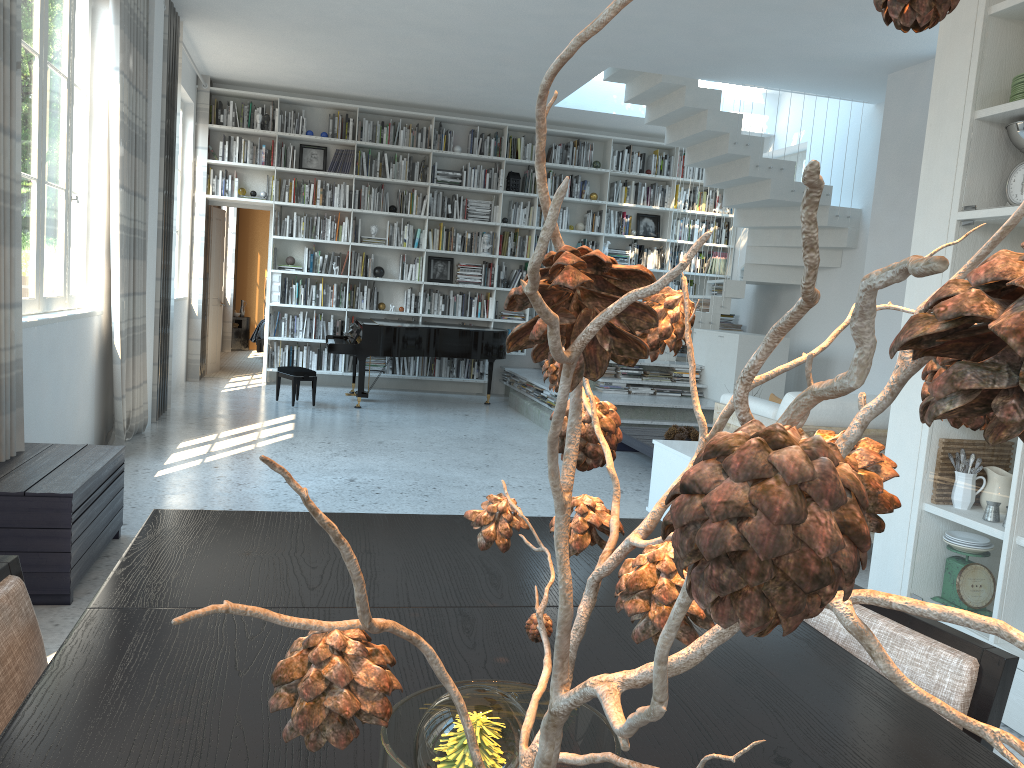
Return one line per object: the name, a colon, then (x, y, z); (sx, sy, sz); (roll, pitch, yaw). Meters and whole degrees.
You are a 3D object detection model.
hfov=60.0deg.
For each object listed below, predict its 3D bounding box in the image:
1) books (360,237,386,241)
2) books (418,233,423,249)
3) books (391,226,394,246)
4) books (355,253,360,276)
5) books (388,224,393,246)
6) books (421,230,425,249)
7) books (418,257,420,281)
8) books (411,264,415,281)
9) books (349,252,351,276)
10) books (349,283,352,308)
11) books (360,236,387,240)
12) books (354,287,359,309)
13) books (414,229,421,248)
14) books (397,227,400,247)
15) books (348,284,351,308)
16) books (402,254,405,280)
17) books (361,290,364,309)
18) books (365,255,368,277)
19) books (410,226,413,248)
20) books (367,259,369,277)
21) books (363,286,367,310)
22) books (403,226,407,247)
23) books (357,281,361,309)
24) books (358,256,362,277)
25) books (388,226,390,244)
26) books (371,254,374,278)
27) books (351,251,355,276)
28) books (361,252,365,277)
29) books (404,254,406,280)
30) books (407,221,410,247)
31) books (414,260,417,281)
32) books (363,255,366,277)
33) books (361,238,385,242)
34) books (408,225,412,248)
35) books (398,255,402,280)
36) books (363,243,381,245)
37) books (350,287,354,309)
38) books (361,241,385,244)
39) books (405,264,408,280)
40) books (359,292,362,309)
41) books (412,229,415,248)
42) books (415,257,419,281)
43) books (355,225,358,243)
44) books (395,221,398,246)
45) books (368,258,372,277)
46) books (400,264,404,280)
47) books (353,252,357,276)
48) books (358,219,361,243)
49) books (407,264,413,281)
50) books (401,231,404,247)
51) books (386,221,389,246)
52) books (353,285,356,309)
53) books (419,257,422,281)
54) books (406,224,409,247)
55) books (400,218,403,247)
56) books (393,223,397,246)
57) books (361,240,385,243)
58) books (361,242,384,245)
books: (-1.583, -1.649, 10.100); (0.285, 0.012, 0.159); (3, 6, -11)
books: (-1.058, -1.644, 10.223); (0.027, 0.181, 0.141); (3, 6, -13)
books: (-1.374, -1.685, 10.155); (0.024, 0.227, 0.137); (3, 6, -13)
books: (-1.760, -1.356, 10.092); (0.036, 0.264, 0.166); (3, 6, -13)
books: (-1.393, -1.693, 10.120); (0.030, 0.247, 0.174); (3, 6, -13)
books: (-1.031, -1.661, 10.230); (0.026, 0.217, 0.126); (3, 7, -13)
books: (-1.082, -1.326, 10.239); (0.011, 0.279, 0.187); (3, 6, -13)
books: (-1.143, -1.286, 10.244); (0.024, 0.188, 0.172); (3, 6, -13)
books: (-1.845, -1.373, 10.082); (0.012, 0.285, 0.159); (3, 7, -13)
books: (-1.846, -1.006, 10.119); (0.013, 0.283, 0.146); (3, 7, -13)
books: (-1.581, -1.661, 10.094); (0.285, 0.012, 0.159); (3, 6, -17)
books: (-1.779, -0.985, 10.134); (0.042, 0.248, 0.162); (3, 6, -13)
books: (-1.094, -1.668, 10.194); (0.060, 0.228, 0.178); (3, 6, -13)
books: (-1.303, -1.679, 10.161); (0.048, 0.225, 0.149); (3, 6, -13)
books: (-1.861, -1.004, 10.126); (0.013, 0.276, 0.147); (3, 7, -13)
books: (-1.254, -1.344, 10.219); (0.011, 0.292, 0.155); (3, 7, -13)
books: (-1.713, -0.965, 10.151); (0.021, 0.215, 0.171); (3, 6, -13)
books: (-1.669, -1.346, 10.134); (0.028, 0.248, 0.142); (3, 7, -13)
books: (-1.164, -1.688, 10.199); (0.022, 0.256, 0.152); (3, 7, -13)
books: (-1.648, -1.323, 10.121); (0.011, 0.208, 0.180); (3, 6, -13)
books: (-1.686, -0.990, 10.150); (0.027, 0.269, 0.185); (3, 6, -13)
books: (-1.229, -1.685, 10.164); (0.028, 0.247, 0.170); (3, 6, -13)
books: (-1.749, -1.016, 10.135); (0.014, 0.314, 0.166); (3, 7, -13)
books: (-1.732, -1.338, 10.104); (0.025, 0.228, 0.152); (3, 6, -13)
books: (-1.417, -1.689, 10.135); (0.010, 0.232, 0.154); (3, 6, -13)
books: (-1.602, -1.350, 10.139); (0.028, 0.266, 0.144); (3, 7, -13)
books: (-1.814, -1.370, 10.080); (0.025, 0.285, 0.145); (3, 7, -13)
books: (-1.700, -1.357, 10.087); (0.026, 0.275, 0.189); (3, 6, -13)
books: (-1.242, -1.346, 10.218); (0.012, 0.298, 0.165); (3, 7, -13)
books: (-1.196, -1.710, 10.167); (0.011, 0.301, 0.178); (3, 7, -13)
books: (-1.121, -1.311, 10.235); (0.012, 0.245, 0.170); (3, 6, -13)
books: (-1.686, -1.343, 10.113); (0.014, 0.244, 0.152); (3, 6, -13)
books: (-1.584, -1.637, 10.099); (0.254, 0.012, 0.160); (3, 6, -16)
books: (-1.181, -1.689, 10.174); (0.023, 0.260, 0.170); (3, 6, -13)
books: (-1.288, -1.342, 10.204); (0.012, 0.285, 0.159); (3, 7, -13)
books: (-1.588, -1.589, 10.107); (0.285, 0.012, 0.159); (3, 6, -15)
books: (-1.826, -0.983, 10.123); (0.030, 0.239, 0.156); (3, 6, -13)
books: (-1.585, -1.612, 10.100); (0.254, 0.012, 0.160); (3, 6, -17)
books: (-1.227, -1.289, 10.236); (0.030, 0.183, 0.154); (3, 6, -13)
books: (-1.737, -0.957, 10.151); (0.024, 0.196, 0.156); (3, 6, -13)
books: (-1.142, -1.668, 10.207); (0.026, 0.219, 0.149); (3, 6, -13)
books: (-1.103, -1.324, 10.244); (0.027, 0.270, 0.178); (3, 6, -13)
books: (-1.764, -1.697, 10.059); (0.034, 0.210, 0.136); (3, 6, -13)
books: (-1.327, -1.709, 10.135); (0.012, 0.286, 0.167); (3, 7, -13)
books: (-1.628, -1.325, 10.121); (0.028, 0.216, 0.175); (3, 6, -13)
books: (-1.273, -1.291, 10.210); (0.025, 0.186, 0.153); (3, 6, -13)
books: (-1.791, -1.365, 10.091); (0.026, 0.275, 0.154); (3, 7, -13)
books: (-1.733, -1.729, 10.056); (0.021, 0.278, 0.136); (3, 7, -13)
books: (-1.181, -1.287, 10.230); (0.057, 0.189, 0.155); (3, 6, -13)
books: (-1.261, -1.660, 10.180); (0.025, 0.189, 0.140); (3, 6, -13)
books: (-1.423, -1.714, 10.116); (0.012, 0.285, 0.159); (3, 7, -13)
books: (-1.803, -0.998, 10.118); (0.012, 0.273, 0.181); (3, 6, -13)
books: (-1.067, -1.327, 10.245); (0.021, 0.282, 0.161); (3, 7, -13)
books: (-1.207, -1.692, 10.158); (0.012, 0.266, 0.192); (3, 6, -13)
books: (-1.269, -1.729, 10.154); (0.010, 0.330, 0.173); (3, 7, -13)
books: (-1.347, -1.702, 10.144); (0.022, 0.267, 0.151); (3, 7, -13)
books: (-1.584, -1.624, 10.097); (0.254, 0.012, 0.160); (3, 6, -18)
books: (-1.588, -1.601, 10.110); (0.254, 0.012, 0.160); (3, 6, -13)
